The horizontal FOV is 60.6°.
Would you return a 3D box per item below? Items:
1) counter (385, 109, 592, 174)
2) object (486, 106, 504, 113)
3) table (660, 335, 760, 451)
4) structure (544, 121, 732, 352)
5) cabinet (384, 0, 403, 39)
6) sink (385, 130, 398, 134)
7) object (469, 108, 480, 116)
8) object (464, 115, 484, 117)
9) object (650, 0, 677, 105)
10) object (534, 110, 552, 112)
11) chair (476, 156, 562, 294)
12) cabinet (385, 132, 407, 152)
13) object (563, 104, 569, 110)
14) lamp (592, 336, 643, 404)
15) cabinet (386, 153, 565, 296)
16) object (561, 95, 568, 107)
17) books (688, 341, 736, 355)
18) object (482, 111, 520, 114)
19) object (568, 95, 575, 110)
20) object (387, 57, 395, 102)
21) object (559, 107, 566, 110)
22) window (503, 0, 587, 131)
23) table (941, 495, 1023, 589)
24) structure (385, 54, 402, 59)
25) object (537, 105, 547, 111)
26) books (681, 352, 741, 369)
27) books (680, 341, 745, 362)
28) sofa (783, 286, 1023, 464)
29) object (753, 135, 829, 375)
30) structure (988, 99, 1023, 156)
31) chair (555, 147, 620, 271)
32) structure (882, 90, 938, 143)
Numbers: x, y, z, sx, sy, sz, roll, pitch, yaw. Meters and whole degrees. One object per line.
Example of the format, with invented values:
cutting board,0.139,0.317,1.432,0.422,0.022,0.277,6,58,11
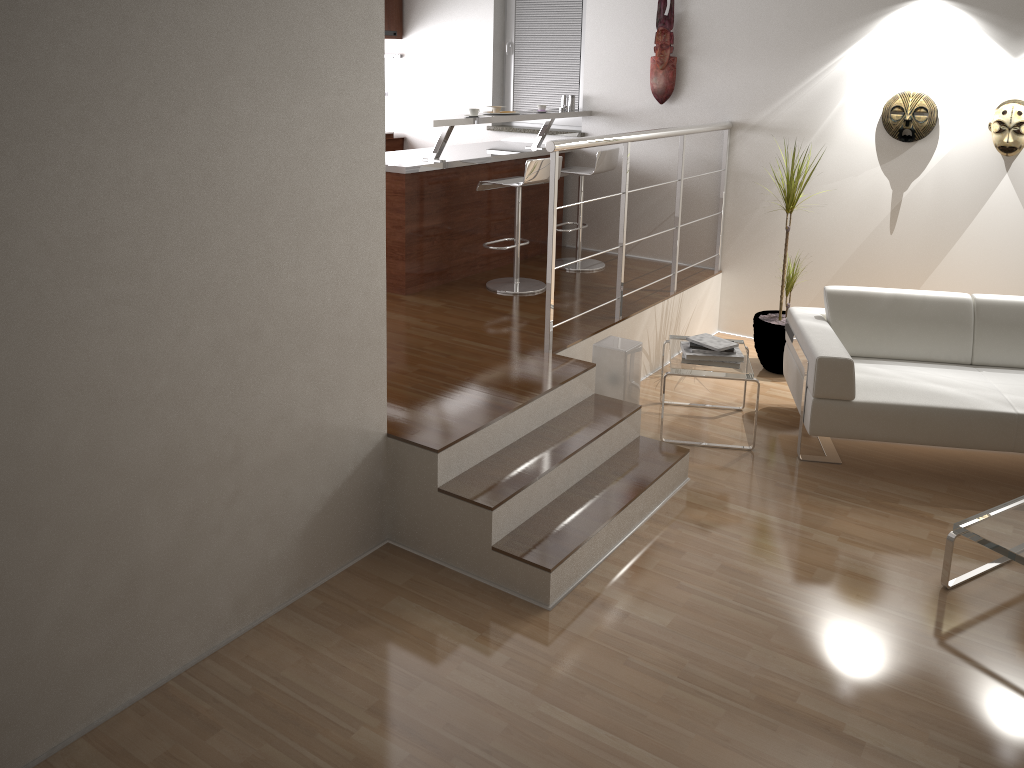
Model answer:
counter,-0.250,-1.747,6.133,0.850,0.307,2.160,13,23,31
object,-0.094,-1.836,5.861,0.131,0.040,0.143,15,23,33
table,1.022,0.029,4.599,0.465,0.386,0.572,4,18,8
structure,0.821,-0.978,5.172,0.058,1.011,2.386,9,20,32
cabinet,-1.952,-2.944,6.522,0.659,0.612,2.792,12,22,31
sink,-1.428,-2.286,7.507,0.609,0.558,0.689,12,20,32
object,-0.235,-1.706,5.500,0.079,0.044,0.070,-2,18,-11
object,-0.248,-1.681,5.495,0.142,0.008,0.133,16,24,34
object,1.068,-2.357,6.140,0.151,0.762,0.156,-1,13,-11
object,0.210,-1.933,6.213,0.140,0.008,0.134,6,21,12
chair,0.047,-1.023,5.531,0.432,0.818,0.396,12,17,37
cabinet,-2.195,-1.405,6.497,0.689,0.769,3.598,11,22,32
object,0.401,-2.074,6.561,0.051,0.044,0.053,-1,17,-9
lamp,0.534,0.019,4.484,0.201,0.464,0.197,10,16,33
cabinet,-0.384,-1.225,6.190,0.642,0.722,1.898,11,21,32
object,0.397,-2.127,6.615,0.053,0.105,0.054,6,14,17
books,1.017,-0.186,4.455,0.216,0.014,0.158,3,20,3
object,-0.067,-1.834,5.920,0.221,0.010,0.317,15,24,33
object,0.449,-2.117,6.589,0.053,0.108,0.054,6,14,17
object,-1.046,-2.638,7.583,0.072,0.368,0.024,10,15,34
object,0.377,-2.062,6.564,0.051,0.018,0.052,15,23,34
window,0.284,-2.652,6.904,0.855,1.223,0.145,11,16,33
table,2.096,0.677,3.102,0.802,0.240,0.723,-10,22,-29
structure,-1.197,-2.879,7.688,0.606,0.033,0.050,15,22,33
object,0.216,-1.958,6.219,0.079,0.044,0.069,-5,19,-18
books,1.015,-0.141,4.465,0.288,0.026,0.236,6,20,13
books,1.016,-0.166,4.459,0.287,0.026,0.236,3,20,3
sofa,2.326,-0.018,4.332,1.784,0.714,0.942,4,17,9
object,1.676,-0.788,5.386,0.509,1.423,0.449,-11,17,-42
structure,2.854,-1.463,5.013,0.246,0.317,0.133,12,17,34
chair,0.495,-1.248,6.177,0.430,0.818,0.397,9,16,29
structure,2.412,-1.626,5.329,0.321,0.305,0.071,12,16,33
